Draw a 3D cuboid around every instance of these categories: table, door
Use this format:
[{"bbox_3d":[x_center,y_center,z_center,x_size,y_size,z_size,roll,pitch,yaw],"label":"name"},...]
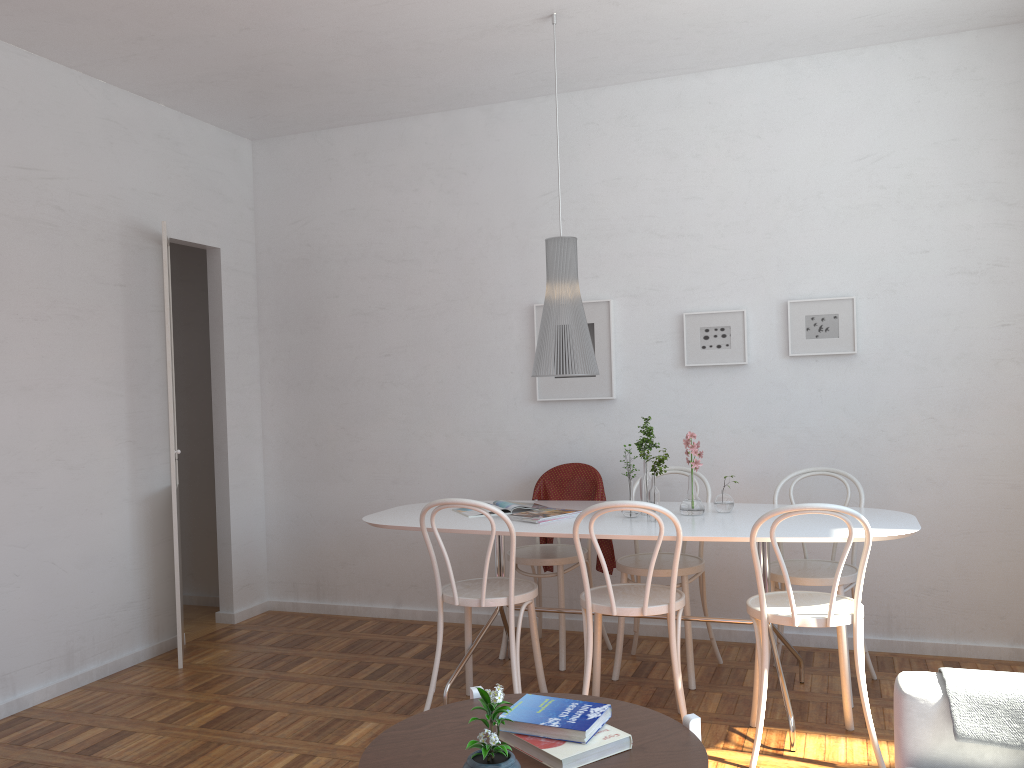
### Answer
[{"bbox_3d":[0.476,0.942,3.755,2.289,0.770,0.931,-2,0,20],"label":"table"},{"bbox_3d":[0.048,0.990,1.596,0.618,0.688,0.617,-2,0,19],"label":"table"},{"bbox_3d":[-1.728,0.305,4.567,0.047,2.200,0.445,-2,1,-19],"label":"door"}]

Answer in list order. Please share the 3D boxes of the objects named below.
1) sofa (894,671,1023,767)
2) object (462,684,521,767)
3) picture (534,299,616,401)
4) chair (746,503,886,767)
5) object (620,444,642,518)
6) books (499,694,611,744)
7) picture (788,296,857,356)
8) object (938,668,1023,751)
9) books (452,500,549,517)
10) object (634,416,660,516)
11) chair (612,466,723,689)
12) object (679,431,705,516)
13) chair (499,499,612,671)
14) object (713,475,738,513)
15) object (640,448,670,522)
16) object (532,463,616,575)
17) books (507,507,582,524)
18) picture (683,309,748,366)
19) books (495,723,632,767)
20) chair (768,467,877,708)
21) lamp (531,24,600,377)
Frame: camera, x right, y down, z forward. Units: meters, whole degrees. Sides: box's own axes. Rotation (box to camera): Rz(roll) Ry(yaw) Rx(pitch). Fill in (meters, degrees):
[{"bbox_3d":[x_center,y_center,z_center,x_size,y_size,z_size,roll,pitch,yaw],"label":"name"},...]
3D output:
[{"bbox_3d":[0.995,0.879,0.909,1.004,0.843,2.461,-2,0,20],"label":"sofa"},{"bbox_3d":[-0.034,0.575,1.430,0.096,0.175,0.108,-2,0,-1],"label":"object"},{"bbox_3d":[0.337,-0.177,4.763,0.431,0.524,0.050,-2,1,20],"label":"picture"},{"bbox_3d":[0.867,0.633,1.563,0.448,1.342,3.694,-2,0,6],"label":"chair"},{"bbox_3d":[0.494,0.402,3.698,0.084,0.308,0.084,-2,1,-25],"label":"object"},{"bbox_3d":[0.080,0.621,1.653,0.175,0.024,0.136,-2,0,25],"label":"books"},{"bbox_3d":[1.512,-0.279,4.323,0.312,0.273,0.047,-2,1,20],"label":"picture"},{"bbox_3d":[1.309,0.940,2.013,0.608,0.534,0.288,-2,1,20],"label":"object"},{"bbox_3d":[-0.043,0.561,4.047,0.405,0.029,0.266,-2,0,-20],"label":"books"},{"bbox_3d":[0.571,0.344,3.738,0.110,0.419,0.107,-2,1,9],"label":"object"},{"bbox_3d":[0.718,0.862,4.110,0.448,0.918,0.520,-2,1,21],"label":"chair"},{"bbox_3d":[0.753,0.373,3.724,0.108,0.349,0.111,-2,1,-10],"label":"object"},{"bbox_3d":[0.222,0.880,4.425,0.448,0.918,0.520,-2,1,31],"label":"chair"},{"bbox_3d":[0.906,0.468,3.767,0.087,0.151,0.112,-1,1,43],"label":"object"},{"bbox_3d":[0.587,0.406,3.561,0.146,0.294,0.098,-2,1,-36],"label":"object"},{"bbox_3d":[0.321,0.702,4.586,0.491,0.580,0.201,-2,1,35],"label":"object"},{"bbox_3d":[0.139,0.557,3.763,0.278,0.022,0.204,-2,0,-43],"label":"books"},{"bbox_3d":[1.034,-0.232,4.503,0.312,0.273,0.047,-2,1,20],"label":"picture"},{"bbox_3d":[0.090,0.646,1.631,0.162,0.026,0.209,-2,0,-35],"label":"books"},{"bbox_3d":[1.319,0.841,3.841,0.448,0.918,0.520,-2,1,26],"label":"chair"},{"bbox_3d":[0.204,-0.782,3.777,0.293,1.497,0.293,-2,1,-25],"label":"lamp"}]
